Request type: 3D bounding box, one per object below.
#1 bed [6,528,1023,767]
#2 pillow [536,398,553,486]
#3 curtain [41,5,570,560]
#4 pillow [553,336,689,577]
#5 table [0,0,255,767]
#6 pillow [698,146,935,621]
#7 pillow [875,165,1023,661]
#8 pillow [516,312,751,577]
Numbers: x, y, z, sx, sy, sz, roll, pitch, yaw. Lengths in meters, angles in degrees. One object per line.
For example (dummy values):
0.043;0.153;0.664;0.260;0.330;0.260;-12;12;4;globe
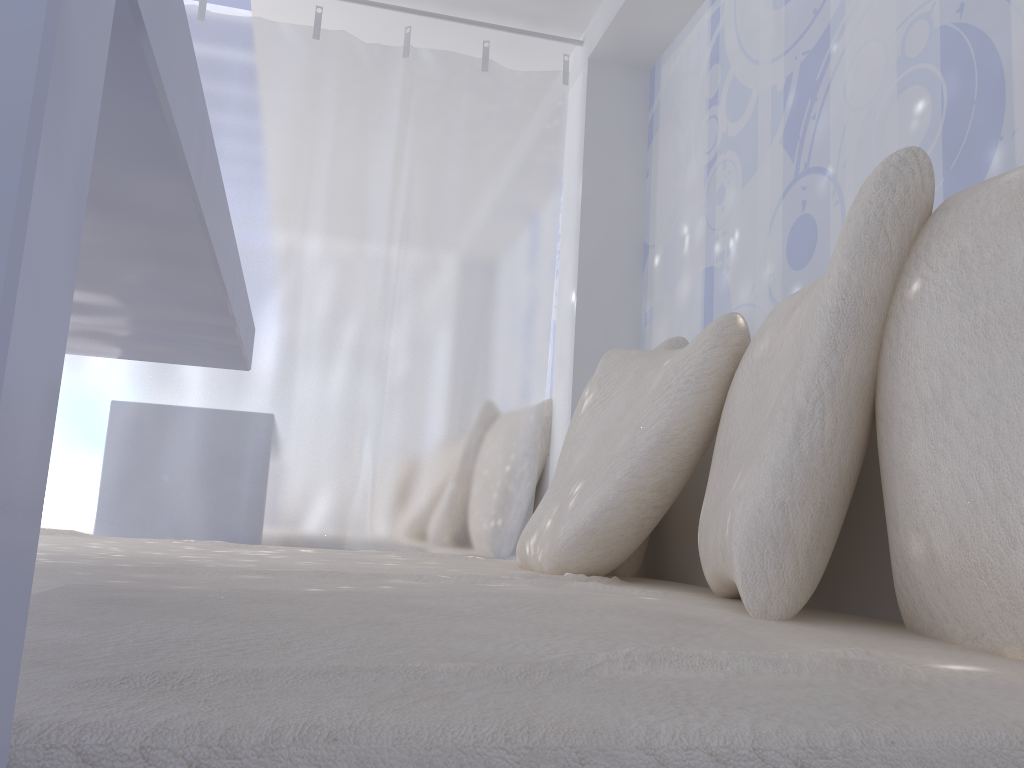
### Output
-0.619;0.423;1.167;2.016;0.427;2.200;6;-9;-13;bed
-0.015;0.315;2.876;0.230;0.521;0.524;6;-10;-15;pillow
-0.835;-0.280;2.362;1.998;1.559;0.125;6;-10;-14;curtain
0.214;0.170;1.982;0.231;0.510;0.572;6;-10;-14;pillow
-0.469;0.043;0.717;0.416;0.450;1.065;6;-9;-13;table
0.379;0.035;1.162;0.233;0.527;0.537;2;-9;7;pillow
0.503;-0.001;0.749;0.230;0.521;0.524;6;-10;-15;pillow
0.206;0.126;1.632;0.307;0.482;0.528;5;-9;-8;pillow
